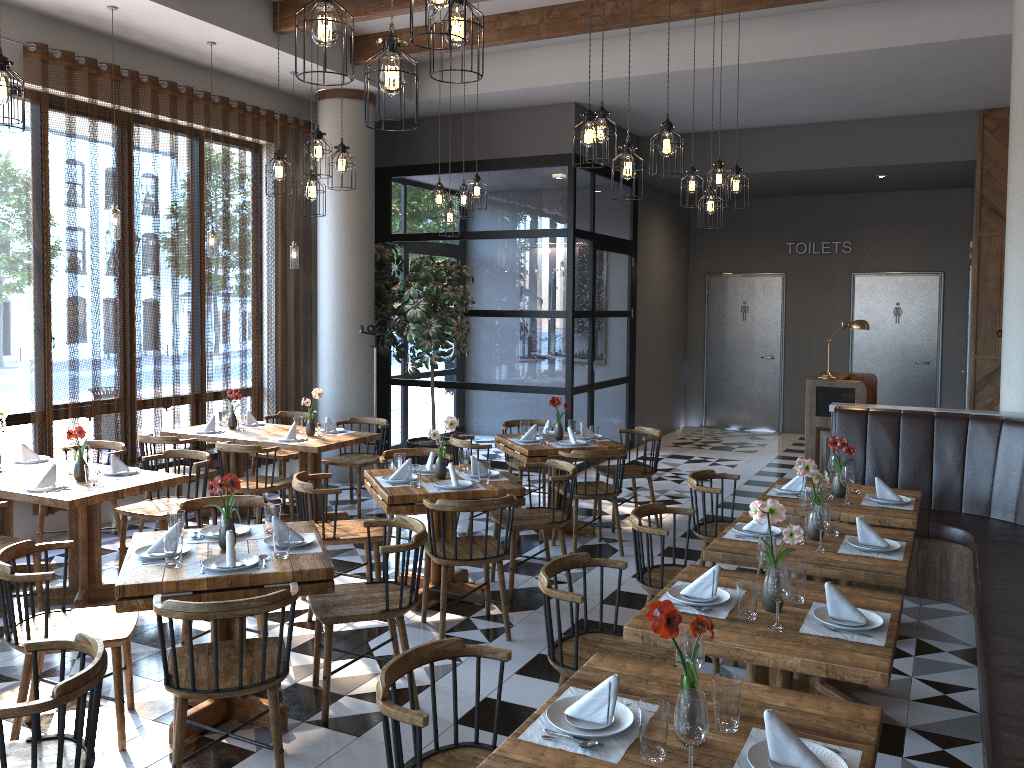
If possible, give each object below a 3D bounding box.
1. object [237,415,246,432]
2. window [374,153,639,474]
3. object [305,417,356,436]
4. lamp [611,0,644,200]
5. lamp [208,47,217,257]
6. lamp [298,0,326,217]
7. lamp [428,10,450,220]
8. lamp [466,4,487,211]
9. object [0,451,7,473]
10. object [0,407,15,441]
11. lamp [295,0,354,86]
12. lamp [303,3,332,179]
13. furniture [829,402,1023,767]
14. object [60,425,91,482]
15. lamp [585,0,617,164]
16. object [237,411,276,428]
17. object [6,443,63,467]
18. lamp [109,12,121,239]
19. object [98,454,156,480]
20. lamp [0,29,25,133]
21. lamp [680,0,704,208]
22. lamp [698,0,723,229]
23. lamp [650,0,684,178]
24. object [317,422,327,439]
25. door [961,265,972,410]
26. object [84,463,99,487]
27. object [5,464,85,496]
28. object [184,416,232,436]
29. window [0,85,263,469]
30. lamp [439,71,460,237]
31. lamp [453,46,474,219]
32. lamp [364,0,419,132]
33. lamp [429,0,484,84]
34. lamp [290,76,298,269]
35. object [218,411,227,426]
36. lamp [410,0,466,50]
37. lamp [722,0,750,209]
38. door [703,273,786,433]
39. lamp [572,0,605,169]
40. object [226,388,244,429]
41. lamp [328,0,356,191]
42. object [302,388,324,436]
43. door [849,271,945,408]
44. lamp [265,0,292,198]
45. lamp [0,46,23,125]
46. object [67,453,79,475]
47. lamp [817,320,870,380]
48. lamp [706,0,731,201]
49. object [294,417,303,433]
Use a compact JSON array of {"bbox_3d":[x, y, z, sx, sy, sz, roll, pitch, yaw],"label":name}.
[{"bbox_3d":[-2.336,0.342,7.658,0.080,0.132,0.080,3,4,41],"label":"object"},{"bbox_3d":[-0.029,-0.881,11.246,2.729,3.541,2.190,2,4,26],"label":"window"},{"bbox_3d":[-1.562,0.347,7.653,0.352,0.137,0.272,3,5,27],"label":"object"},{"bbox_3d":[0.641,-2.046,4.797,0.175,2.066,0.175,1,3,10],"label":"lamp"},{"bbox_3d":[-2.563,-2.070,7.563,0.078,1.960,0.078,1,3,12],"label":"lamp"},{"bbox_3d":[-1.336,-2.163,5.912,0.175,2.066,0.175,2,3,21],"label":"lamp"},{"bbox_3d":[-0.600,-2.417,7.370,0.175,2.066,0.175,1,3,6],"label":"lamp"},{"bbox_3d":[-0.296,-2.533,7.591,0.175,2.066,0.175,3,3,39],"label":"lamp"},{"bbox_3d":[-3.306,0.505,5.718,0.080,0.132,0.080,-1,4,-28],"label":"object"},{"bbox_3d":[-3.417,0.354,5.896,0.207,0.399,0.146,2,3,30],"label":"object"},{"bbox_3d":[-0.593,-2.011,2.802,0.175,2.066,0.175,-1,3,-36],"label":"lamp"},{"bbox_3d":[-1.247,-2.373,5.687,0.175,2.066,0.175,2,3,21],"label":"lamp"},{"bbox_3d":[1.843,1.008,3.454,1.919,1.147,6.600,3,5,26],"label":"furniture"},{"bbox_3d":[-2.673,0.425,5.431,0.156,0.354,0.171,1,3,5],"label":"object"},{"bbox_3d":[0.515,-2.294,4.979,0.175,2.066,0.175,1,3,10],"label":"lamp"},{"bbox_3d":[-2.357,0.305,8.049,0.352,0.137,0.272,3,5,27],"label":"object"},{"bbox_3d":[-3.323,0.467,6.117,0.352,0.137,0.272,3,5,27],"label":"object"},{"bbox_3d":[-3.004,-2.080,6.676,0.078,1.960,0.078,1,3,16],"label":"lamp"},{"bbox_3d":[-2.528,0.510,5.721,0.352,0.137,0.272,3,5,27],"label":"object"},{"bbox_3d":[-2.135,-2.103,3.673,0.175,2.066,0.175,1,3,12],"label":"lamp"},{"bbox_3d":[1.383,-2.384,6.720,0.175,2.066,0.175,-1,3,-31],"label":"lamp"},{"bbox_3d":[1.484,-2.193,6.540,0.175,2.066,0.175,0,3,-20],"label":"lamp"},{"bbox_3d":[0.860,-2.178,4.830,0.175,2.066,0.175,-1,3,-23],"label":"lamp"},{"bbox_3d":[-1.559,0.384,7.270,0.080,0.132,0.080,1,3,11],"label":"object"},{"bbox_3d":[5.676,-0.257,11.078,0.114,2.389,1.208,2,3,26],"label":"door"},{"bbox_3d":[-2.529,0.547,5.331,0.080,0.132,0.080,1,3,11],"label":"object"},{"bbox_3d":[-2.761,0.550,5.242,0.352,0.137,0.272,3,5,27],"label":"object"},{"bbox_3d":[-2.590,0.345,7.570,0.352,0.137,0.272,3,5,27],"label":"object"},{"bbox_3d":[-5.094,-0.302,1.973,4.492,3.158,15.170,1,5,3],"label":"window"},{"bbox_3d":[-0.529,-2.304,7.585,0.175,2.066,0.175,3,3,39],"label":"lamp"},{"bbox_3d":[-0.418,-2.493,7.762,0.175,2.066,0.175,2,3,28],"label":"lamp"},{"bbox_3d":[-0.390,-1.887,2.895,0.175,2.066,0.175,0,3,-3],"label":"lamp"},{"bbox_3d":[-0.177,-2.062,2.930,0.175,2.066,0.175,0,3,-14],"label":"lamp"},{"bbox_3d":[-2.093,-2.090,8.505,0.078,1.960,0.078,-1,3,-31],"label":"lamp"},{"bbox_3d":[-2.610,0.310,7.995,0.080,0.132,0.080,3,4,41],"label":"object"},{"bbox_3d":[-0.221,-2.101,2.724,0.175,2.066,0.175,0,3,-3],"label":"lamp"},{"bbox_3d":[1.627,-2.307,6.364,0.175,2.066,0.175,3,3,37],"label":"lamp"},{"bbox_3d":[3.519,-0.489,13.475,1.207,2.389,0.114,2,3,27],"label":"door"},{"bbox_3d":[0.427,-2.222,4.793,0.175,2.066,0.175,0,3,-1],"label":"lamp"},{"bbox_3d":[-2.450,0.214,7.833,0.156,0.354,0.171,1,3,3],"label":"object"},{"bbox_3d":[-1.125,-2.331,5.858,0.175,2.066,0.175,1,3,10],"label":"lamp"},{"bbox_3d":[-1.665,0.236,7.411,0.146,0.399,0.207,2,3,19],"label":"object"},{"bbox_3d":[5.410,-0.388,12.532,1.207,2.389,0.114,2,3,27],"label":"door"},{"bbox_3d":[-1.557,-2.296,5.909,0.175,2.066,0.175,0,3,-12],"label":"lamp"},{"bbox_3d":[-2.325,-2.233,3.994,0.175,2.066,0.175,-2,4,-44],"label":"lamp"},{"bbox_3d":[-2.804,0.514,5.668,0.080,0.132,0.080,1,3,11],"label":"object"},{"bbox_3d":[2.691,-0.149,7.240,0.445,0.755,0.170,1,3,2],"label":"lamp"},{"bbox_3d":[1.591,-2.440,6.735,0.175,2.066,0.175,0,3,-20],"label":"lamp"},{"bbox_3d":[-1.834,0.351,7.608,0.080,0.132,0.080,1,3,11],"label":"object"}]
